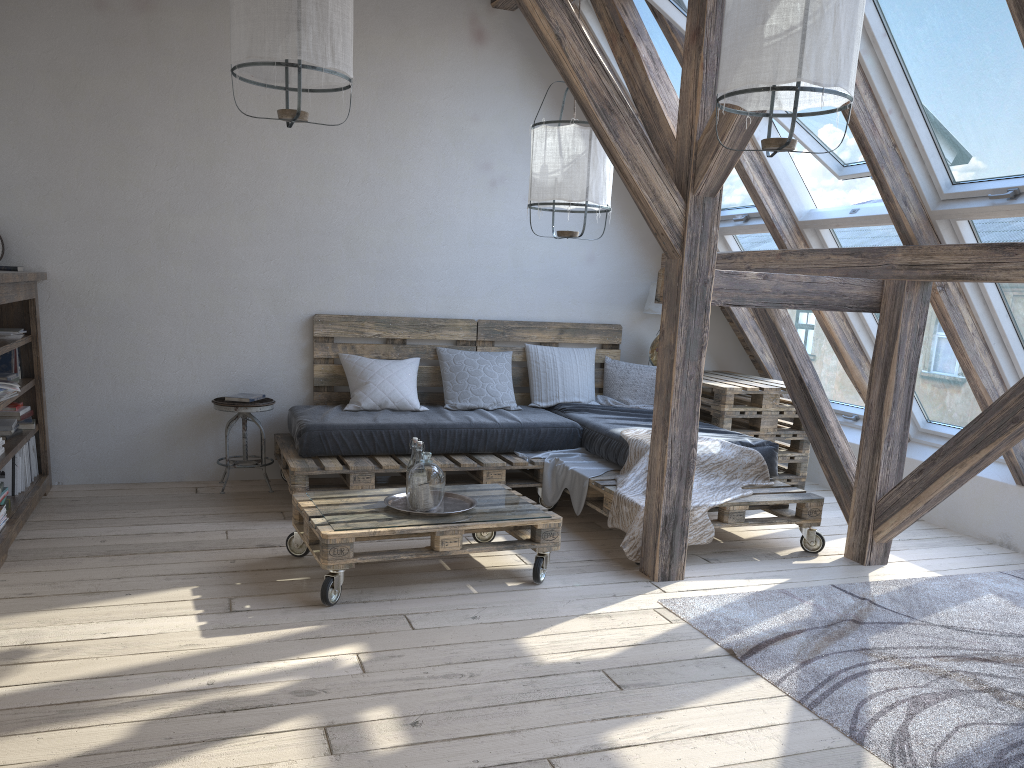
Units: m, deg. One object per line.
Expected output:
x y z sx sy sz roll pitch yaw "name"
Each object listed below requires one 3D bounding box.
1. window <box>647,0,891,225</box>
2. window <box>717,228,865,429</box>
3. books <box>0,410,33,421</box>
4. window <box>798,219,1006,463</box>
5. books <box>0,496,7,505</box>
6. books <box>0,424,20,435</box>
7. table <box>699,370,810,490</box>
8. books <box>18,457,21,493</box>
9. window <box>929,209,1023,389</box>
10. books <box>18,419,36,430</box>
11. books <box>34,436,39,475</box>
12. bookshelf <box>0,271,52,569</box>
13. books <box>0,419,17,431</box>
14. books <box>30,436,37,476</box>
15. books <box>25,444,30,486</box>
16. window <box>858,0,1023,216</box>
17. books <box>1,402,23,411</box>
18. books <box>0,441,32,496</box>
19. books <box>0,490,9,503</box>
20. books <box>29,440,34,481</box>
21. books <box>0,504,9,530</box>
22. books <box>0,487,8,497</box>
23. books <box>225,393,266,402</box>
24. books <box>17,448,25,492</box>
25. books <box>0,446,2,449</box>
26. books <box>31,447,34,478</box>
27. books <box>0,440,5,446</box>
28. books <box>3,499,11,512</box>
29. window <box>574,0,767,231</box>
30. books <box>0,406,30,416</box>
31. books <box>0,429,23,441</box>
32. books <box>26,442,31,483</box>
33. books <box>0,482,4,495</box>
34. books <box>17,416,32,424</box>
1.328 -1.443 4.063 1.349 1.309 0.835 -1 12 -20 "window"
1.860 -0.357 5.497 1.095 1.309 0.835 -1 12 -20 "window"
-2.627 0.163 4.608 0.161 0.027 0.198 1 7 -12 "books"
2.167 -0.247 4.657 1.095 1.309 0.835 -1 12 -20 "window"
-2.415 0.544 4.029 0.157 0.022 0.220 0 7 -24 "books"
-2.554 0.226 4.371 0.159 0.023 0.207 0 7 -20 "books"
1.368 0.314 5.771 0.674 0.719 0.995 -1 9 -20 "table"
-2.535 0.456 4.400 0.139 0.179 0.092 -1 12 -19 "books"
2.474 -0.138 3.817 1.095 1.309 0.835 -1 12 -20 "window"
-2.626 0.213 4.616 0.218 0.031 0.158 -1 7 -27 "books"
-2.660 0.388 4.761 0.157 0.226 0.035 -1 13 -19 "books"
-2.413 0.083 4.050 0.348 1.202 1.589 -2 10 -20 "bookshelf"
-2.554 0.203 4.368 0.151 0.024 0.223 0 7 -24 "books"
-2.653 0.392 4.735 0.157 0.225 0.021 -1 13 -19 "books"
-2.572 0.420 4.518 0.157 0.225 0.017 -1 14 -19 "books"
1.592 -1.334 3.208 1.095 1.309 0.835 -1 12 -20 "window"
-2.652 0.117 4.597 0.143 0.020 0.197 0 7 -20 "books"
-2.590 0.409 4.487 0.201 0.254 0.402 -1 9 -20 "books"
-2.414 0.523 4.024 0.157 0.022 0.220 0 7 -19 "books"
-2.609 0.407 4.620 0.157 0.225 0.017 -1 14 -19 "books"
-2.291 0.589 3.723 0.237 0.090 0.310 0 7 -20 "books"
-2.429 0.504 4.024 0.173 0.013 0.225 1 7 -17 "books"
-1.515 0.076 5.000 0.149 0.022 0.200 4 7 9 "books"
-2.544 0.434 4.427 0.157 0.217 0.088 -1 13 -19 "books"
-2.359 0.294 3.881 0.157 0.017 0.215 0 7 -20 "books"
-2.639 0.414 4.699 0.139 0.190 0.018 -1 13 -19 "books"
-2.363 0.275 3.894 0.157 0.017 0.215 1 7 -15 "books"
-2.417 0.573 4.034 0.173 0.039 0.218 0 7 -20 "books"
0.978 -1.553 4.888 1.095 1.309 0.835 -1 12 -20 "window"
-2.628 0.140 4.593 0.157 0.022 0.214 1 7 -16 "books"
-2.551 0.250 4.370 0.152 0.024 0.223 1 7 -11 "books"
-2.601 0.412 4.581 0.157 0.225 0.021 -1 13 -19 "books"
-2.429 0.486 4.018 0.174 0.026 0.216 0 7 -25 "books"
-2.629 0.188 4.602 0.204 0.022 0.147 -1 8 -31 "books"
